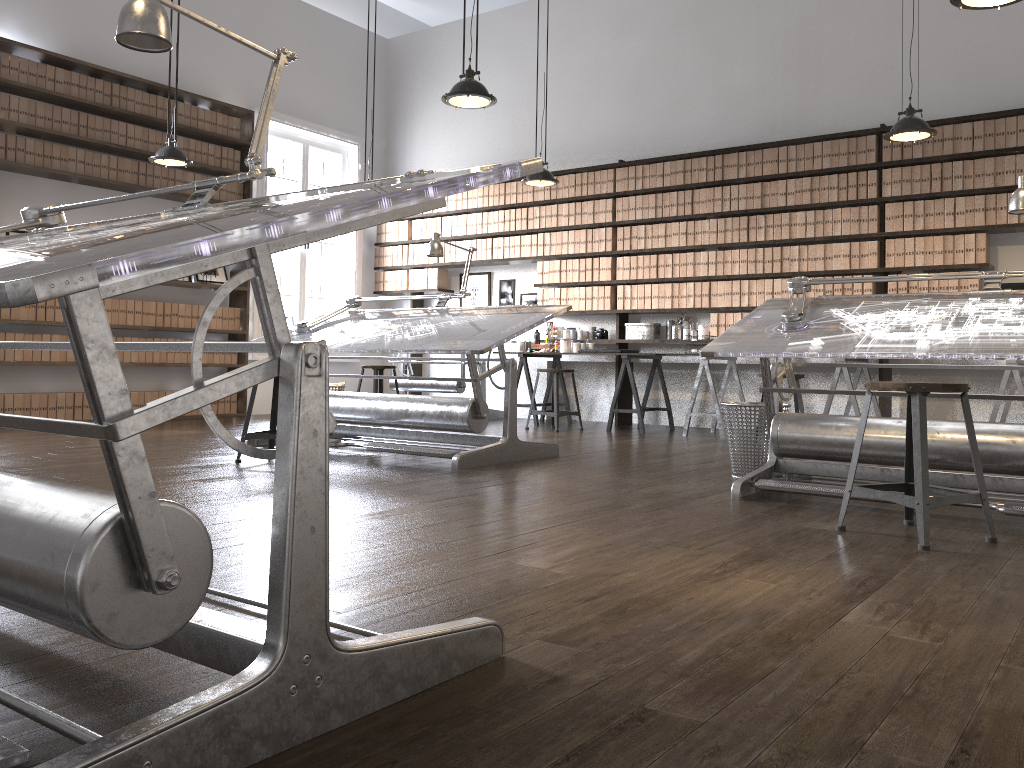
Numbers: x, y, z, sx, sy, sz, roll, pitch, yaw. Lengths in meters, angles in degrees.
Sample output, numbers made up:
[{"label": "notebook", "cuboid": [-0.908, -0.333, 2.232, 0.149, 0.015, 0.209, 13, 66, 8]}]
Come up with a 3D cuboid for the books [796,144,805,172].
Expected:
[{"label": "books", "cuboid": [2.406, -1.844, 7.301, 0.067, 0.226, 0.174, 0, -1, 36]}]

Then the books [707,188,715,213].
[{"label": "books", "cuboid": [1.768, -1.589, 7.742, 0.067, 0.226, 0.174, 0, -1, 36]}]

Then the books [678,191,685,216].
[{"label": "books", "cuboid": [1.547, -1.596, 7.911, 0.067, 0.226, 0.174, 0, -1, 36]}]

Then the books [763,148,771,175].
[{"label": "books", "cuboid": [2.180, -1.852, 7.461, 0.067, 0.226, 0.174, 0, -1, 36]}]

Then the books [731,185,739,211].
[{"label": "books", "cuboid": [1.947, -1.583, 7.615, 0.067, 0.226, 0.174, 0, -1, 36]}]

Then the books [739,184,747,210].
[{"label": "books", "cuboid": [2.007, -1.580, 7.574, 0.067, 0.226, 0.174, 0, -1, 36]}]

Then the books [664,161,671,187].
[{"label": "books", "cuboid": [1.441, -1.878, 7.995, 0.067, 0.226, 0.174, 0, -1, 36]}]

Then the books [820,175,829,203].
[{"label": "books", "cuboid": [2.559, -1.561, 7.177, 0.067, 0.226, 0.174, 0, -1, 36]}]

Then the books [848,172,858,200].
[{"label": "books", "cuboid": [2.732, -1.555, 7.046, 0.067, 0.226, 0.174, 0, -1, 36]}]

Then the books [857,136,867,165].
[{"label": "books", "cuboid": [2.795, -1.831, 7.018, 0.067, 0.226, 0.174, 0, -1, 36]}]

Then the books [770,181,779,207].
[{"label": "books", "cuboid": [2.226, -1.573, 7.418, 0.067, 0.226, 0.174, 0, -1, 36]}]

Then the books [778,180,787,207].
[{"label": "books", "cuboid": [2.280, -1.571, 7.373, 0.067, 0.226, 0.174, 0, -1, 36]}]

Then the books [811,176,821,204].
[{"label": "books", "cuboid": [2.501, -1.563, 7.219, 0.067, 0.226, 0.174, 0, -1, 36]}]

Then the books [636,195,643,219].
[{"label": "books", "cuboid": [1.213, -1.608, 8.149, 0.067, 0.226, 0.174, 0, -1, 36]}]

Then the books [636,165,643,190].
[{"label": "books", "cuboid": [1.212, -1.886, 8.161, 0.067, 0.226, 0.174, 0, -1, 36]}]

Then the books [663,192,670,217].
[{"label": "books", "cuboid": [1.432, -1.600, 7.994, 0.067, 0.226, 0.174, 0, -1, 36]}]

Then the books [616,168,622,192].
[{"label": "books", "cuboid": [1.044, -1.891, 8.284, 0.067, 0.226, 0.174, 0, -1, 36]}]

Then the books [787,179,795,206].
[{"label": "books", "cuboid": [2.340, -1.569, 7.332, 0.067, 0.226, 0.174, 0, -1, 36]}]

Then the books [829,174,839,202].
[{"label": "books", "cuboid": [2.614, -1.559, 7.132, 0.067, 0.226, 0.174, 0, -1, 36]}]

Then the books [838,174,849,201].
[{"label": "books", "cuboid": [2.674, -1.558, 7.094, 0.067, 0.226, 0.174, 0, -1, 36]}]

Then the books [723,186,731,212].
[{"label": "books", "cuboid": [1.888, -1.585, 7.660, 0.067, 0.226, 0.174, 0, -1, 36]}]

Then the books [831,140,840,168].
[{"label": "books", "cuboid": [2.628, -1.837, 7.137, 0.067, 0.226, 0.174, 0, -1, 36]}]

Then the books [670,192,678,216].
[{"label": "books", "cuboid": [1.487, -1.598, 7.949, 0.067, 0.226, 0.174, 0, -1, 36]}]

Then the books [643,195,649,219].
[{"label": "books", "cuboid": [1.265, -1.606, 8.113, 0.067, 0.226, 0.174, 0, -1, 36]}]

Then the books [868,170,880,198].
[{"label": "books", "cuboid": [2.855, -1.551, 6.961, 0.067, 0.226, 0.174, 0, -1, 36]}]

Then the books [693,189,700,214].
[{"label": "books", "cuboid": [1.668, -1.592, 7.823, 0.067, 0.226, 0.174, 0, -1, 36]}]

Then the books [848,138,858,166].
[{"label": "books", "cuboid": [2.737, -1.833, 7.060, 0.067, 0.226, 0.174, 0, -1, 36]}]

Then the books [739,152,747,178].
[{"label": "books", "cuboid": [2.006, -1.858, 7.586, 0.067, 0.226, 0.174, 0, -1, 36]}]

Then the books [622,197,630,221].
[{"label": "books", "cuboid": [1.099, -1.612, 8.234, 0.067, 0.226, 0.174, 0, -1, 36]}]

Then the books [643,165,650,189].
[{"label": "books", "cuboid": [1.271, -1.884, 8.123, 0.067, 0.226, 0.174, 0, -1, 36]}]

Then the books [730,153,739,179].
[{"label": "books", "cuboid": [1.945, -1.860, 7.626, 0.067, 0.226, 0.174, 0, -1, 36]}]

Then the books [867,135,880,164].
[{"label": "books", "cuboid": [2.850, -1.829, 6.973, 0.067, 0.226, 0.174, 0, -1, 36]}]

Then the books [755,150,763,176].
[{"label": "books", "cuboid": [2.120, -1.854, 7.506, 0.067, 0.226, 0.174, 0, -1, 36]}]

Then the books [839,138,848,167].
[{"label": "books", "cuboid": [2.679, -1.835, 7.094, 0.067, 0.226, 0.174, 0, -1, 36]}]

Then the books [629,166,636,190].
[{"label": "books", "cuboid": [1.152, -1.888, 8.201, 0.067, 0.226, 0.174, 0, -1, 36]}]

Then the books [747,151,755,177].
[{"label": "books", "cuboid": [2.064, -1.856, 7.549, 0.067, 0.226, 0.174, 0, -1, 36]}]

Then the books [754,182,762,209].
[{"label": "books", "cuboid": [2.110, -1.577, 7.495, 0.067, 0.226, 0.174, 0, -1, 36]}]

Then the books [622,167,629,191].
[{"label": "books", "cuboid": [1.093, -1.890, 8.243, 0.067, 0.226, 0.174, 0, -1, 36]}]

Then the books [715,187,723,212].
[{"label": "books", "cuboid": [1.827, -1.587, 7.700, 0.067, 0.226, 0.174, 0, -1, 36]}]

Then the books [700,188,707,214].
[{"label": "books", "cuboid": [1.720, -1.590, 7.783, 0.067, 0.226, 0.174, 0, -1, 36]}]

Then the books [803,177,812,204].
[{"label": "books", "cuboid": [2.443, -1.565, 7.254, 0.067, 0.226, 0.174, 0, -1, 36]}]

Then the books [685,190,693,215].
[{"label": "books", "cuboid": [1.605, -1.594, 7.862, 0.067, 0.226, 0.174, 0, -1, 36]}]

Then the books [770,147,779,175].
[{"label": "books", "cuboid": [2.228, -1.850, 7.421, 0.067, 0.226, 0.174, 0, -1, 36]}]

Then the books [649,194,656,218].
[{"label": "books", "cuboid": [1.316, -1.604, 8.070, 0.067, 0.226, 0.174, 0, -1, 36]}]

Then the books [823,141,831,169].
[{"label": "books", "cuboid": [2.576, -1.838, 7.173, 0.067, 0.226, 0.174, 0, -1, 36]}]

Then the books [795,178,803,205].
[{"label": "books", "cuboid": [2.392, -1.567, 7.297, 0.067, 0.226, 0.174, 0, -1, 36]}]

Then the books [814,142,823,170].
[{"label": "books", "cuboid": [2.516, -1.840, 7.214, 0.067, 0.226, 0.174, 0, -1, 36]}]

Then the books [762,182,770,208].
[{"label": "books", "cuboid": [2.170, -1.575, 7.460, 0.067, 0.226, 0.174, 0, -1, 36]}]

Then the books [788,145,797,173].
[{"label": "books", "cuboid": [2.348, -1.846, 7.339, 0.067, 0.226, 0.174, 0, -1, 36]}]

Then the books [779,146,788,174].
[{"label": "books", "cuboid": [2.287, -1.848, 7.378, 0.067, 0.226, 0.174, 0, -1, 36]}]

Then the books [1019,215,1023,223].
[{"label": "books", "cuboid": [3.686, -1.253, 6.350, 0.067, 0.226, 0.174, 0, -1, 36]}]

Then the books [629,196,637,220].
[{"label": "books", "cuboid": [1.153, -1.610, 8.190, 0.067, 0.226, 0.174, 0, -1, 36]}]

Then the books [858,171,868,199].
[{"label": "books", "cuboid": [2.795, -1.553, 7.007, 0.067, 0.226, 0.174, 0, -1, 36]}]

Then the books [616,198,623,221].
[{"label": "books", "cuboid": [1.044, -1.614, 8.277, 0.067, 0.226, 0.174, 0, -1, 36]}]

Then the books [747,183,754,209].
[{"label": "books", "cuboid": [2.058, -1.579, 7.538, 0.067, 0.226, 0.174, 0, -1, 36]}]

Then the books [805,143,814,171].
[{"label": "books", "cuboid": [2.462, -1.842, 7.258, 0.067, 0.226, 0.174, 0, -1, 36]}]

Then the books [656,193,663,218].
[{"label": "books", "cuboid": [1.375, -1.602, 8.035, 0.067, 0.226, 0.174, 0, -1, 36]}]
